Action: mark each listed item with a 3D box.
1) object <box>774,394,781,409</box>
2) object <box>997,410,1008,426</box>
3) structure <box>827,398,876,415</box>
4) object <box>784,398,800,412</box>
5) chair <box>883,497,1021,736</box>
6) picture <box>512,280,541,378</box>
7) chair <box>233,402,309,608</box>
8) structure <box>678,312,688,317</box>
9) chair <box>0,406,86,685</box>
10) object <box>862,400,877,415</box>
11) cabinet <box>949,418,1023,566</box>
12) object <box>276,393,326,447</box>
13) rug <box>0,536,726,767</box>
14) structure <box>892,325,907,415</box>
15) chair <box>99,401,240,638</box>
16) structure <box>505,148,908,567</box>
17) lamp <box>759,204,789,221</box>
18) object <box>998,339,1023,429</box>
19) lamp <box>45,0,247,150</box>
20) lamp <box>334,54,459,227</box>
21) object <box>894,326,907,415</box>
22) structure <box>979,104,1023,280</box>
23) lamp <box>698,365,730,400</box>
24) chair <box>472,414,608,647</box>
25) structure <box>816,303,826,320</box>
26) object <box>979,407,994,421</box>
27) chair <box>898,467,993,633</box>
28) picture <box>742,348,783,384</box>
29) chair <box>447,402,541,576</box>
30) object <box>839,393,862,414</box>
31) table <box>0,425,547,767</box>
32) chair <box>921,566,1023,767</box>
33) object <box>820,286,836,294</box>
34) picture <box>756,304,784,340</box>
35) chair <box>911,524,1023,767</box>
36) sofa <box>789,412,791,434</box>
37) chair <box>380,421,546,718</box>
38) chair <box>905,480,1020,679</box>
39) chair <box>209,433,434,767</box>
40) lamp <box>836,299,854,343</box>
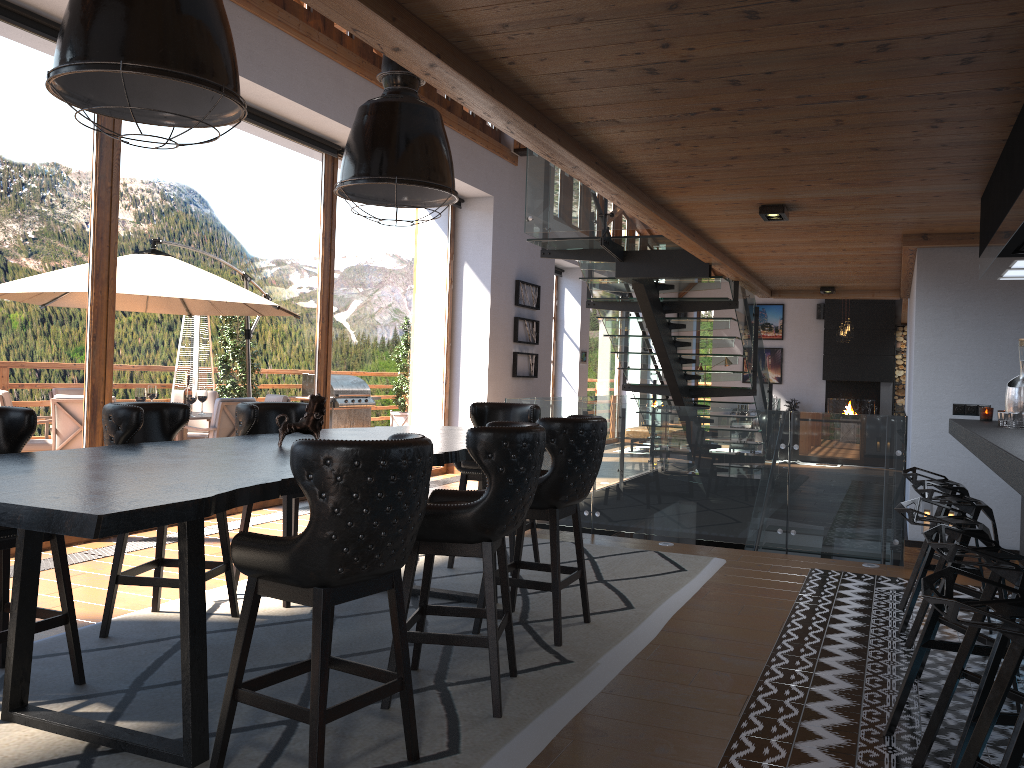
[{"bbox_3d":[5.780,0.490,19.707,0.260,0.532,0.425,2,0,-8],"label":"object"},{"bbox_3d":[2.646,0.183,4.753,0.079,0.081,0.079,2,0,-12],"label":"object"},{"bbox_3d":[7.278,0.580,19.034,0.974,0.514,0.185,2,0,22],"label":"structure"},{"bbox_3d":[6.204,0.532,19.602,0.337,0.455,0.337,2,0,-42],"label":"object"},{"bbox_3d":[1.713,0.889,3.394,0.464,0.839,0.544,2,0,29],"label":"chair"},{"bbox_3d":[0.206,-0.744,12.278,0.059,1.312,0.780,2,0,23],"label":"picture"},{"bbox_3d":[-1.282,0.655,4.994,0.562,1.092,0.509,2,0,32],"label":"chair"},{"bbox_3d":[3.997,-1.708,20.767,0.212,0.349,0.215,2,0,23],"label":"structure"},{"bbox_3d":[-2.010,0.639,3.350,0.563,1.092,0.508,2,0,22],"label":"chair"},{"bbox_3d":[7.470,0.844,18.543,0.310,1.017,0.305,2,0,-22],"label":"object"},{"bbox_3d":[2.210,0.777,3.255,0.881,1.103,4.841,2,1,23],"label":"cabinet"},{"bbox_3d":[-0.967,0.164,4.060,0.222,0.253,0.115,2,0,-15],"label":"object"},{"bbox_3d":[-0.699,1.219,4.335,2.530,0.047,5.679,2,1,23],"label":"rug"},{"bbox_3d":[8.331,0.067,18.752,0.497,2.617,0.516,2,0,23],"label":"structure"},{"bbox_3d":[-1.669,0.641,4.260,0.567,1.092,0.505,2,0,7],"label":"chair"},{"bbox_3d":[-0.436,0.789,9.702,9.133,6.398,11.119,2,0,23],"label":"structure"},{"bbox_3d":[1.638,-1.074,5.537,0.154,0.068,0.263,2,1,23],"label":"lamp"},{"bbox_3d":[2.596,-0.002,4.496,0.224,0.452,0.227,2,0,23],"label":"object"},{"bbox_3d":[-1.144,-3.153,2.993,0.626,4.685,0.616,2,0,-22],"label":"lamp"},{"bbox_3d":[-0.506,-3.147,4.466,0.626,4.685,0.616,2,0,-22],"label":"lamp"},{"bbox_3d":[8.328,0.074,18.763,0.489,2.612,0.470,2,0,23],"label":"object"},{"bbox_3d":[2.347,-0.826,3.431,0.705,0.476,3.278,2,1,23],"label":"structure"},{"bbox_3d":[4.277,0.286,19.451,0.521,1.899,1.338,2,0,44],"label":"lamp"},{"bbox_3d":[0.178,0.700,4.447,0.563,1.092,0.508,2,0,22],"label":"chair"},{"bbox_3d":[6.837,-1.601,19.592,0.212,0.349,0.215,2,0,23],"label":"structure"},{"bbox_3d":[2.883,0.184,5.387,0.080,0.081,0.078,2,0,-32],"label":"object"},{"bbox_3d":[2.356,0.896,4.808,0.465,0.839,0.543,2,0,23],"label":"chair"},{"bbox_3d":[5.686,-0.416,20.132,0.872,0.816,0.036,2,0,22],"label":"picture"},{"bbox_3d":[-0.090,0.676,5.917,0.500,1.092,0.573,2,0,22],"label":"chair"},{"bbox_3d":[6.184,0.568,16.106,0.402,0.808,0.626,2,0,34],"label":"object"},{"bbox_3d":[-0.868,0.761,4.061,1.417,0.949,3.829,2,1,23],"label":"table"},{"bbox_3d":[1.165,0.885,1.996,0.465,0.839,0.543,2,0,24],"label":"chair"},{"bbox_3d":[3.540,-1.056,9.926,0.154,0.068,0.263,2,1,23],"label":"object"},{"bbox_3d":[5.719,-1.411,20.136,0.872,0.816,0.036,2,0,22],"label":"picture"},{"bbox_3d":[1.502,0.889,2.703,0.466,0.839,0.543,2,0,20],"label":"chair"},{"bbox_3d":[5.321,0.896,14.786,2.545,0.838,1.250,2,0,22],"label":"sofa"},{"bbox_3d":[-0.163,0.698,3.537,0.567,1.092,0.505,2,0,7],"label":"chair"},{"bbox_3d":[2.093,0.894,4.092,0.466,0.839,0.543,2,0,20],"label":"chair"},{"bbox_3d":[-0.551,0.703,2.803,0.562,1.092,0.509,2,0,32],"label":"chair"},{"bbox_3d":[6.316,-1.896,16.764,0.260,2.202,0.807,2,0,14],"label":"lamp"}]
